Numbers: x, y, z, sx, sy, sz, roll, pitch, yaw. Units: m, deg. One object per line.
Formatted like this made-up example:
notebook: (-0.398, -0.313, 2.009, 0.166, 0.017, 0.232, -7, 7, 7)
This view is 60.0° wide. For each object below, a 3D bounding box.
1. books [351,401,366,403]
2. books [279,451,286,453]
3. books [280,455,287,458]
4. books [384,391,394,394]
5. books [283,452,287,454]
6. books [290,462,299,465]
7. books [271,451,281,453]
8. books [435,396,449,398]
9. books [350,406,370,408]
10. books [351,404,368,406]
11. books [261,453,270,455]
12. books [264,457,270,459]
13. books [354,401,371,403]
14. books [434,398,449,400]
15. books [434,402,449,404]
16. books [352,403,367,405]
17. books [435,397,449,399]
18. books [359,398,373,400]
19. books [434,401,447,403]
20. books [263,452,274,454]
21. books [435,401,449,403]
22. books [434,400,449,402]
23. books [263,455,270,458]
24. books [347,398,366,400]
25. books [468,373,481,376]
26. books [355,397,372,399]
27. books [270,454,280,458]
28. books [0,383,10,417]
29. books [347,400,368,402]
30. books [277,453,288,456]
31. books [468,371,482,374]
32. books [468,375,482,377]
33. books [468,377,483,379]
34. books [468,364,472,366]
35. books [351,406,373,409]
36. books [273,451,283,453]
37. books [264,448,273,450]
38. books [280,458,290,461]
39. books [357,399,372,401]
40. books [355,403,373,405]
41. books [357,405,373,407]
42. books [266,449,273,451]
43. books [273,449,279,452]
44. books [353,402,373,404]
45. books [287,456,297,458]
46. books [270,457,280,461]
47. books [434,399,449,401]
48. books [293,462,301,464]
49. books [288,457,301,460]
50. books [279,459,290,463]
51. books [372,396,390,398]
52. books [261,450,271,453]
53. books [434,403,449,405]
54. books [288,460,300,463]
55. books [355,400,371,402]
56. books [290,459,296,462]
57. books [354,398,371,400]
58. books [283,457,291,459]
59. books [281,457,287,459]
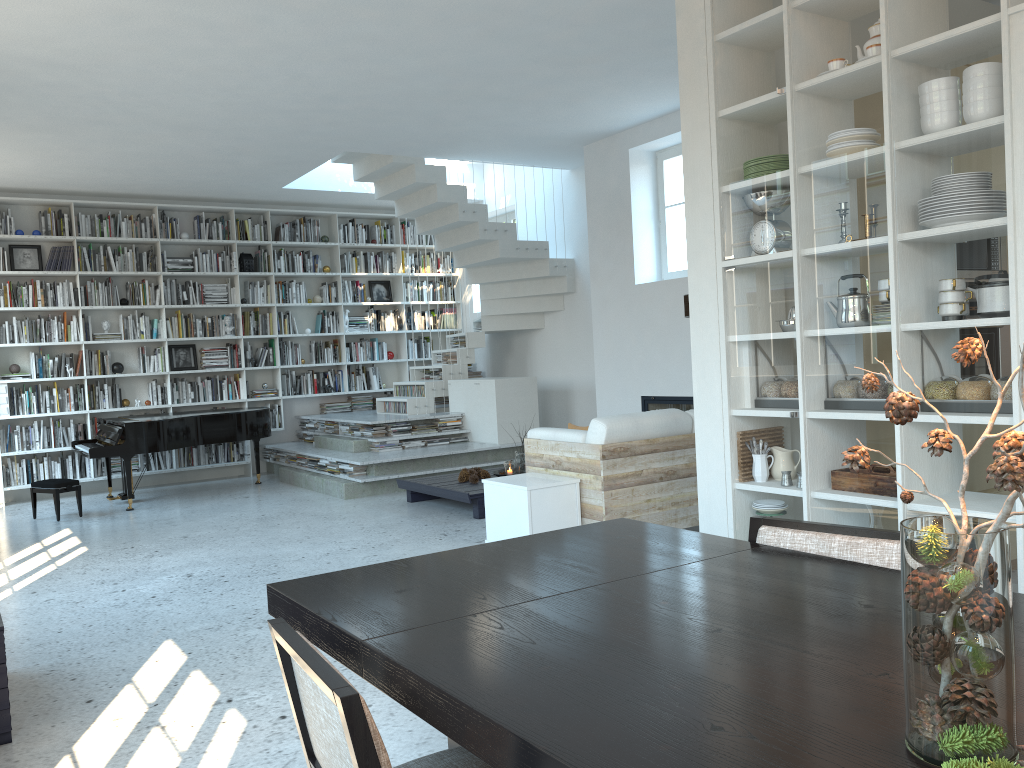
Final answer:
books: (-1.941, 0.223, 11.300, 0.285, 0.005, 0.159, -4, 2, -35)
books: (-2.521, 0.765, 10.068, 0.159, 0.006, 0.285, -4, 2, -31)
books: (-2.524, 0.812, 10.066, 0.171, 0.020, 0.193, -4, 2, -29)
books: (-1.514, 0.110, 11.529, 0.204, 0.036, 0.266, -4, 2, -32)
books: (-2.509, 0.777, 10.076, 0.130, 0.018, 0.255, -4, 2, -30)
books: (-2.344, 0.873, 9.812, 0.157, 0.014, 0.180, -4, 2, -36)
books: (-2.686, 0.790, 10.329, 0.160, 0.009, 0.291, -4, 2, -31)
books: (-0.963, 0.173, 11.931, 0.327, 0.008, 0.207, -4, 2, -30)
books: (-1.932, 0.290, 11.301, 0.254, 0.007, 0.161, -4, 2, -37)
books: (-1.938, 0.262, 11.305, 0.254, 0.007, 0.161, -4, 2, -32)
books: (-2.854, 0.829, 10.569, 0.177, 0.012, 0.278, -4, 2, -37)
books: (-2.841, 0.876, 10.578, 0.171, 0.016, 0.241, -4, 2, -33)
books: (-1.943, 0.229, 11.304, 0.254, 0.006, 0.161, -4, 2, -33)
books: (-0.961, 0.196, 11.929, 0.327, 0.008, 0.207, -4, 2, -29)
books: (-0.957, 0.250, 11.929, 0.327, 0.008, 0.207, -4, 2, -28)
books: (-1.939, 0.249, 11.304, 0.254, 0.007, 0.161, -4, 2, -32)
books: (-0.961, 0.188, 11.928, 0.367, 0.007, 0.205, -4, 2, -29)
books: (-1.940, 0.196, 11.295, 0.285, 0.005, 0.159, -4, 2, -37)
books: (-0.964, 0.234, 11.941, 0.327, 0.008, 0.207, -4, 2, -33)
books: (-2.852, 0.819, 10.570, 0.187, 0.009, 0.211, -4, 2, -34)
books: (-0.960, 0.242, 11.933, 0.327, 0.008, 0.207, -4, 2, -30)
books: (-0.959, 0.226, 11.930, 0.367, 0.007, 0.205, -4, 2, -27)
books: (-2.851, 0.854, 10.571, 0.179, 0.012, 0.261, -4, 2, -30)
books: (-1.940, 0.186, 11.298, 0.285, 0.005, 0.159, -4, 2, -36)
books: (-0.540, -0.119, 11.437, 0.233, 0.025, 0.157, -4, 2, -37)
books: (-1.938, 0.180, 11.294, 0.254, 0.006, 0.161, -5, 2, -38)
books: (-2.698, 0.828, 10.321, 0.191, 0.028, 0.212, -4, 2, -29)
books: (-5.245, 0.162, 9.114, 0.106, 0.340, 0.307, -5, 3, -33)
books: (-1.943, 0.213, 11.301, 0.285, 0.005, 0.159, -4, 2, -32)
books: (-2.528, 0.795, 10.064, 0.180, 0.015, 0.294, -4, 2, -35)
books: (-0.544, -0.144, 11.440, 0.267, 0.026, 0.161, -4, 2, -28)
books: (-0.545, -0.101, 11.448, 0.278, 0.012, 0.177, -4, 2, -29)
books: (-0.528, -0.075, 11.425, 0.296, 0.013, 0.128, -4, 2, -35)
books: (-0.658, -0.240, 11.613, 0.232, 0.025, 0.123, -4, 2, -36)
books: (-1.931, 0.297, 11.299, 0.285, 0.007, 0.159, -4, 2, -28)
books: (-2.678, 0.783, 10.333, 0.126, 0.005, 0.290, -5, 2, -38)
books: (-2.845, 0.763, 10.575, 0.158, 0.014, 0.234, -4, 2, -35)
books: (-2.519, 0.848, 10.070, 0.172, 0.014, 0.221, -4, 2, -32)
books: (-1.944, 0.207, 11.301, 0.285, 0.005, 0.159, -4, 2, -34)
books: (-1.933, 0.256, 11.297, 0.285, 0.007, 0.159, -5, 2, -38)
books: (-1.935, 0.283, 11.304, 0.285, 0.007, 0.159, -4, 2, -31)
books: (-2.832, 0.778, 10.583, 0.133, 0.017, 0.231, -4, 2, -32)
books: (-2.674, 0.773, 10.336, 0.135, 0.014, 0.297, -4, 2, -32)
books: (-1.939, 0.242, 11.304, 0.285, 0.007, 0.159, -4, 2, -32)
books: (-2.357, 0.798, 9.803, 0.169, 0.009, 0.241, -4, 2, -37)
books: (-2.689, 0.869, 10.327, 0.189, 0.030, 0.237, -4, 2, -33)
books: (-0.962, 0.211, 11.935, 0.327, 0.008, 0.207, -4, 2, -25)
books: (-2.338, 0.861, 9.816, 0.140, 0.008, 0.283, -4, 2, -35)
books: (-2.351, 0.821, 9.807, 0.159, 0.011, 0.246, -4, 2, -37)
books: (-2.523, 0.868, 10.067, 0.177, 0.026, 0.230, -4, 2, -30)
books: (-1.631, 0.169, 11.500, 0.367, 0.007, 0.205, -4, 2, -31)
books: (-2.860, 0.795, 10.565, 0.191, 0.013, 0.243, -4, 2, -37)
books: (-0.958, 0.265, 11.934, 0.367, 0.007, 0.205, -4, 2, -30)
books: (-2.349, 0.852, 9.809, 0.159, 0.012, 0.292, -4, 2, -36)
books: (-1.943, 0.218, 11.301, 0.254, 0.006, 0.161, -4, 2, -34)
books: (-2.346, 0.840, 9.811, 0.164, 0.012, 0.205, -4, 2, -33)
books: (-1.938, 0.191, 11.296, 0.254, 0.006, 0.161, -4, 2, -29)
books: (-2.510, 0.827, 10.076, 0.147, 0.012, 0.206, -4, 2, -32)
books: (-2.508, 0.836, 10.077, 0.149, 0.007, 0.300, -4, 2, -33)
